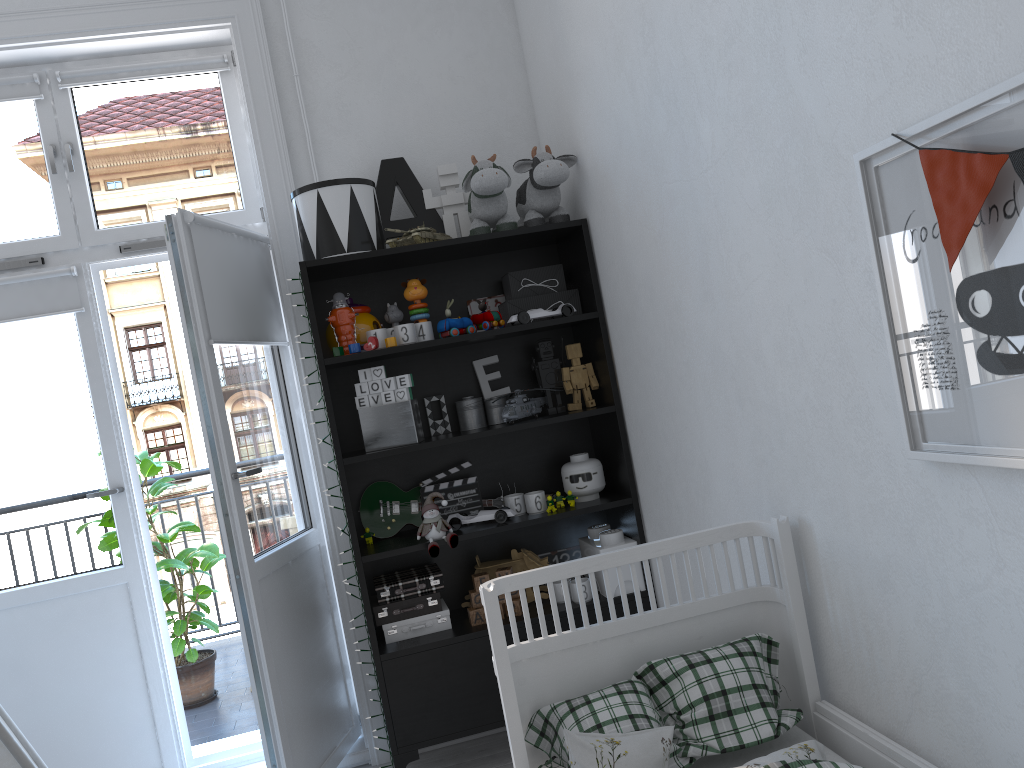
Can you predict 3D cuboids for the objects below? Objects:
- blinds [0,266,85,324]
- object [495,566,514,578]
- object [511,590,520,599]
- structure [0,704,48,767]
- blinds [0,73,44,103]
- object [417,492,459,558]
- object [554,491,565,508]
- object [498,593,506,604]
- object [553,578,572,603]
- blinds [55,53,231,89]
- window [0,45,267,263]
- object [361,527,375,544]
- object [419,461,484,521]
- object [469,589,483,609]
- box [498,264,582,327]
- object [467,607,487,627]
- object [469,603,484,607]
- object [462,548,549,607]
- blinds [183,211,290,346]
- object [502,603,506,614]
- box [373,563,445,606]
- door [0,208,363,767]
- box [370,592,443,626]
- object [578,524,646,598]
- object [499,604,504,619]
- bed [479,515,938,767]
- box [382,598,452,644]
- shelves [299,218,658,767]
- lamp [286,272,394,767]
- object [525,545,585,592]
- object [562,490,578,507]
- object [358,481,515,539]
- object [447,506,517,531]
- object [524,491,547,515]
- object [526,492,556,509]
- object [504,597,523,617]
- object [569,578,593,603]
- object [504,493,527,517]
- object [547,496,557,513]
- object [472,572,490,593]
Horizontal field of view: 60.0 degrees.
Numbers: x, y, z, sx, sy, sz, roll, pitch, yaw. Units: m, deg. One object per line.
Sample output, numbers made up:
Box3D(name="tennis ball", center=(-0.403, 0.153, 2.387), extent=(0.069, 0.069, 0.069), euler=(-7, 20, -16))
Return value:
Box3D(name="blinds", center=(-1.734, -0.272, 2.945), extent=(0.565, 0.158, 0.032), euler=(-11, 1, -11))
Box3D(name="object", center=(-0.022, 0.623, 2.871), extent=(0.050, 0.050, 0.050), euler=(-10, 1, 9))
Box3D(name="object", center=(-0.003, 0.670, 2.887), extent=(0.050, 0.050, 0.050), euler=(-11, 1, -11))
Box3D(name="structure", center=(-1.693, 0.659, 2.162), extent=(1.142, 1.750, 1.144), euler=(-11, 1, -36))
Box3D(name="blinds", center=(-1.861, -0.954, 2.933), extent=(0.565, 0.087, 0.032), euler=(-11, 1, -11))
Box3D(name="object", center=(-0.233, 0.429, 2.717), extent=(0.110, 0.186, 0.129), euler=(-11, 1, -24))
Box3D(name="object", center=(0.155, 0.379, 2.906), extent=(0.042, 0.054, 0.031), euler=(-11, 1, -11))
Box3D(name="object", center=(-0.049, 0.679, 2.850), extent=(0.050, 0.050, 0.050), euler=(-11, 1, -11))
Box3D(name="object", center=(0.166, 0.679, 2.914), extent=(0.067, 0.067, 0.067), euler=(-10, 1, 3))
Box3D(name="blinds", center=(-1.265, -1.079, 3.055), extent=(0.565, 0.060, 0.032), euler=(-11, 1, -11))
Box3D(name="window", center=(-1.525, -0.764, 3.017), extent=(1.262, 0.660, 0.101), euler=(-11, 1, -11))
Box3D(name="object", center=(-0.469, 0.495, 2.888), extent=(0.042, 0.054, 0.031), euler=(-11, 1, -1))
Box3D(name="object", center=(-0.207, 0.374, 2.995), extent=(0.200, 0.199, 0.048), euler=(-11, 1, -11))
Box3D(name="object", center=(-0.108, 0.689, 2.859), extent=(0.050, 0.050, 0.050), euler=(-11, 1, -11))
Box3D(name="box", center=(0.089, -0.296, 3.014), extent=(0.251, 0.189, 0.179), euler=(-11, 1, -11))
Box3D(name="object", center=(-0.112, 0.741, 2.837), extent=(0.050, 0.050, 0.050), euler=(-11, 1, -11))
Box3D(name="object", center=(-0.108, 0.740, 2.893), extent=(0.050, 0.050, 0.050), euler=(-11, 1, -11))
Box3D(name="object", center=(-0.010, 0.654, 2.995), extent=(0.337, 0.186, 0.111), euler=(-10, 1, 4))
Box3D(name="blinds", center=(-0.858, -0.315, 2.834), extent=(0.032, 0.390, 0.565), euler=(-10, 1, 9))
Box3D(name="object", center=(-0.052, 0.729, 2.904), extent=(0.050, 0.050, 0.050), euler=(-11, 1, -11))
Box3D(name="box", center=(-0.337, 0.651, 2.885), extent=(0.215, 0.062, 0.179), euler=(-11, 1, -11))
Box3D(name="door", center=(-1.257, 0.460, 2.795), extent=(1.263, 1.839, 0.637), euler=(-11, 1, -10))
Box3D(name="box", center=(-0.344, 0.714, 2.881), extent=(0.215, 0.062, 0.179), euler=(-11, 1, -11))
Box3D(name="object", center=(0.328, 0.582, 2.975), extent=(0.132, 0.199, 0.267), euler=(-11, 1, -11))
Box3D(name="object", center=(-0.055, 0.730, 2.848), extent=(0.050, 0.050, 0.050), euler=(-11, 1, -6))
Box3D(name="bed", center=(0.448, 0.730, 1.238), extent=(0.670, 0.833, 1.404), euler=(-11, 1, -11))
Box3D(name="box", center=(-0.315, 0.771, 2.886), extent=(0.215, 0.062, 0.179), euler=(-11, 1, -11))
Box3D(name="shelves", center=(-0.080, 0.381, 2.921), extent=(0.911, 1.678, 0.353), euler=(-11, 1, -11))
Box3D(name="lamp", center=(-0.118, 0.384, 2.978), extent=(0.985, 1.684, 0.095), euler=(-11, 1, -14))
Box3D(name="object", center=(0.125, 0.656, 3.113), extent=(0.347, 0.120, 0.034), euler=(-11, 1, -11))
Box3D(name="object", center=(0.190, 0.373, 2.883), extent=(0.042, 0.054, 0.031), euler=(-10, 1, 34))
Box3D(name="object", center=(-0.245, 0.413, 3.013), extent=(0.542, 0.239, 0.093), euler=(-11, 1, -11))
Box3D(name="object", center=(-0.100, 0.431, 2.862), extent=(0.231, 0.048, 0.098), euler=(-10, 1, 14))
Box3D(name="object", center=(0.078, 0.387, 2.891), extent=(0.067, 0.067, 0.067), euler=(-10, 1, 3))
Box3D(name="object", center=(0.093, 0.399, 3.054), extent=(0.163, 0.034, 0.069), euler=(-11, 1, -11))
Box3D(name="object", center=(0.009, 0.718, 2.861), extent=(0.050, 0.050, 0.050), euler=(-10, 1, 19))
Box3D(name="object", center=(0.224, 0.669, 2.870), extent=(0.067, 0.067, 0.067), euler=(-10, 1, 3))
Box3D(name="object", center=(0.011, 0.399, 2.925), extent=(0.067, 0.067, 0.067), euler=(-10, 1, 3))
Box3D(name="object", center=(0.124, 0.386, 2.846), extent=(0.031, 0.054, 0.042), euler=(-10, 1, 39))
Box3D(name="object", center=(-0.098, 0.637, 2.854), extent=(0.050, 0.050, 0.050), euler=(-11, 1, -11))
